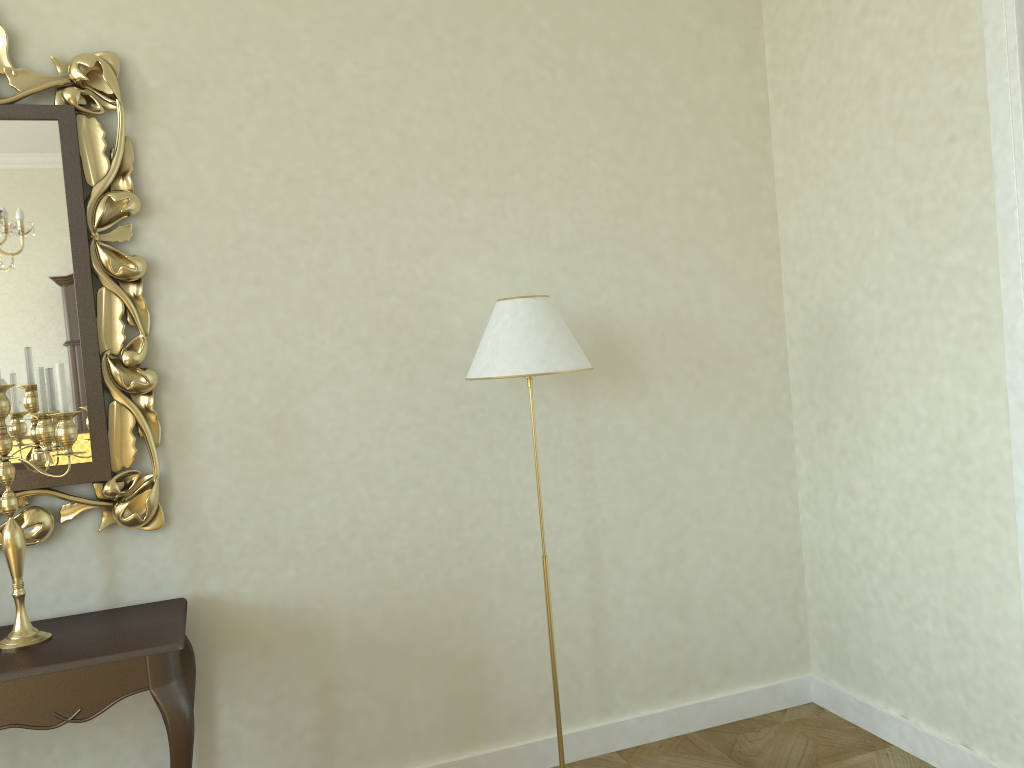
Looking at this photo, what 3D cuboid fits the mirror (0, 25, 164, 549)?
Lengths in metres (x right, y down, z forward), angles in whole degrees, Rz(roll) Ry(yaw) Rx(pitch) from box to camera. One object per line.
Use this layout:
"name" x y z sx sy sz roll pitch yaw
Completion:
"mirror" -1.573 -0.335 2.354 1.117 1.612 0.082 -6 2 -19

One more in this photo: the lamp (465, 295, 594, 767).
"lamp" 0.098 0.518 2.643 0.381 1.552 0.381 -6 2 -19

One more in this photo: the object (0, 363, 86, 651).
"object" -1.253 0.269 2.207 0.320 0.757 0.320 -6 2 -38
